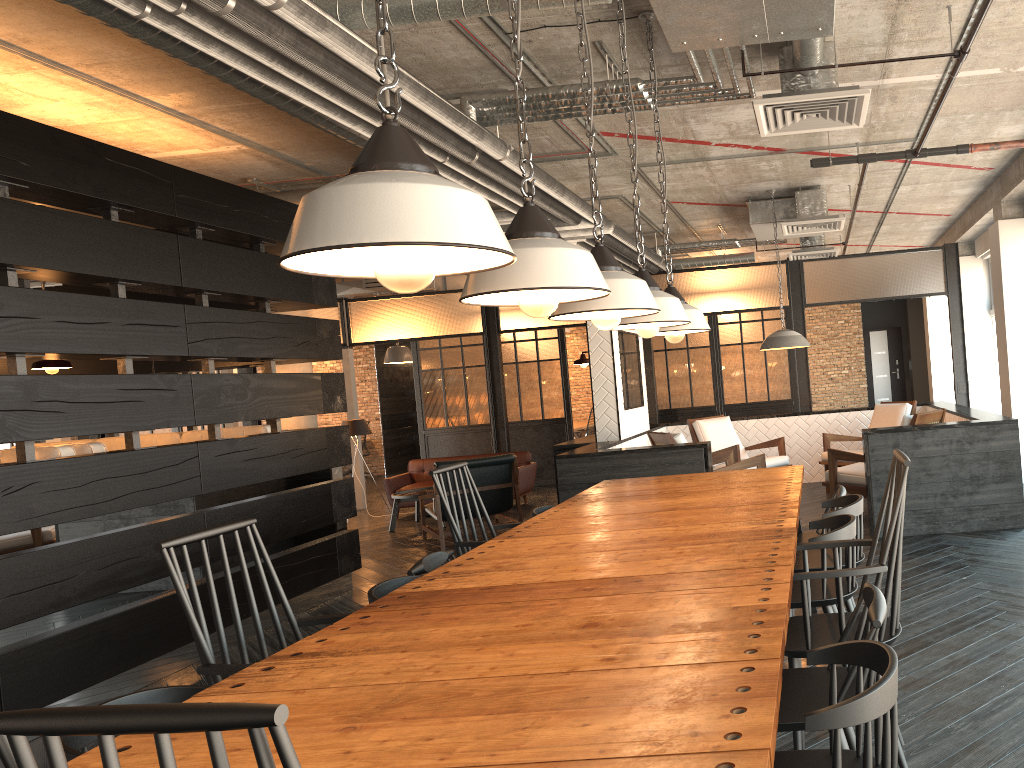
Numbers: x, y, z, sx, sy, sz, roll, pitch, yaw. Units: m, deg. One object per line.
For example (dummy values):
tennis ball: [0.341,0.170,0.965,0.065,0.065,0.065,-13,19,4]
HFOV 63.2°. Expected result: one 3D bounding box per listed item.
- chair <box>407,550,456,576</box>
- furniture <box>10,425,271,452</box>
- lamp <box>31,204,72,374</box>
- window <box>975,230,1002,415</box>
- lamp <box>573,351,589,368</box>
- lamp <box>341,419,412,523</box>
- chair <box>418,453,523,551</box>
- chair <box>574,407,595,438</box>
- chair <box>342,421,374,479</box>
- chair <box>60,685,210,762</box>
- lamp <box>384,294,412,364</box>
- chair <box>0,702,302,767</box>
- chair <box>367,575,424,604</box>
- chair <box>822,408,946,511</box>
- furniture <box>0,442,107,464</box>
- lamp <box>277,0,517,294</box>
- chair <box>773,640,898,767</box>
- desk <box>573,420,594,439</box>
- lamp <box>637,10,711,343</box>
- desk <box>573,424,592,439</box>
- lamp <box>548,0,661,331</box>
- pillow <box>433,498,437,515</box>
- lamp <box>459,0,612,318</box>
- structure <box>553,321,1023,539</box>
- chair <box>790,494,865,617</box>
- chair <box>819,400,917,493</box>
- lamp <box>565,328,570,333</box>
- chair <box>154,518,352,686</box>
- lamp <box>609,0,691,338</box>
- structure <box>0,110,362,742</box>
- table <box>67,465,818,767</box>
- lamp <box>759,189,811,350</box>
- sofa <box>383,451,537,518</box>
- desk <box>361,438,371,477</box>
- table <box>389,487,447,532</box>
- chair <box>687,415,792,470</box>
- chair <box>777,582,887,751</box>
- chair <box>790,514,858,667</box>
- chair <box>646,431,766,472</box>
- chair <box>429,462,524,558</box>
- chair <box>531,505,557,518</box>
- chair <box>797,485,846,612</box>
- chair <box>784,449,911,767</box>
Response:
chair: [-0.096,1.014,3.259,0.450,0.726,0.390,-5,1,10]
furniture: [-2.558,0.980,5.628,1.835,1.261,0.605,-5,1,5]
lamp: [-2.832,-0.583,5.033,0.194,1.051,0.193,-5,1,4]
window: [6.030,-0.485,10.018,0.232,2.876,2.628,-5,0,20]
lamp: [0.692,-0.240,7.907,0.257,0.171,0.171,-5,0,-23]
lamp: [-1.644,1.001,10.082,0.961,1.179,0.473,-5,1,-30]
chair: [-0.410,1.063,7.813,0.848,0.796,0.894,-5,0,-22]
chair: [1.077,0.871,13.046,0.676,1.063,0.723,-5,1,12]
chair: [-2.918,1.225,14.926,0.676,1.063,0.723,-5,1,12]
chair: [-0.651,1.036,1.763,0.431,0.738,0.390,-5,1,11]
lamp: [-1.821,-1.078,12.941,0.505,1.504,0.384,-6,1,-26]
chair: [-0.257,0.847,1.113,0.430,1.033,0.525,-5,1,18]
chair: [-0.200,1.011,2.760,0.431,0.738,0.390,-5,1,11]
chair: [3.249,0.697,7.193,0.834,0.907,0.796,-5,1,-43]
furniture: [-3.038,1.003,4.312,1.830,1.261,1.105,-5,0,8]
lamp: [-0.251,-1.016,1.363,0.422,1.738,0.309,-6,2,-37]
chair: [0.594,0.932,1.701,0.431,0.738,0.390,-5,1,11]
desk: [1.270,1.048,14.701,0.763,0.720,1.733,-5,0,17]
lamp: [0.717,-1.062,4.024,0.321,1.738,0.411,-4,1,31]
desk: [0.676,1.077,13.070,0.763,0.720,1.733,-5,0,17]
lamp: [0.233,-1.039,2.694,0.331,1.738,0.401,-5,1,24]
pillow: [-0.368,1.003,7.638,0.770,0.334,0.221,-5,0,-27]
lamp: [-0.009,-1.028,2.029,0.374,1.738,0.358,-5,1,0]
structure: [2.527,0.163,8.189,3.837,2.116,3.867,-5,0,11]
chair: [1.403,0.891,3.781,0.431,0.738,0.390,-5,1,11]
chair: [3.832,0.670,8.851,1.077,0.907,0.619,-5,1,-30]
lamp: [0.338,-1.207,13.736,0.282,0.858,3.602,-5,-1,20]
chair: [-0.554,0.886,2.259,0.474,1.033,0.478,-5,1,11]
lamp: [0.475,-1.051,3.359,0.321,1.738,0.411,-4,1,31]
structure: [-5.182,0.423,3.555,5.917,2.743,5.720,-5,0,11]
table: [0.448,0.932,2.898,1.129,0.792,3.956,-5,-1,19]
lamp: [2.607,-1.120,8.131,0.469,1.546,0.549,-5,1,20]
sofa: [-0.580,1.183,9.877,1.580,0.638,0.691,-5,0,6]
desk: [-3.326,1.431,14.930,0.763,0.720,1.733,-5,0,17]
table: [-0.893,1.328,8.949,0.705,0.372,0.723,-5,0,7]
chair: [2.392,0.788,8.833,0.835,0.907,0.796,-5,1,-38]
chair: [0.792,0.928,2.220,0.450,0.726,0.390,-5,1,10]
chair: [1.163,0.905,3.278,0.431,0.738,0.390,-5,1,11]
chair: [1.743,0.823,7.303,1.050,0.907,0.639,-5,1,-20]
chair: [-0.015,0.860,3.739,0.474,1.033,0.478,-5,1,11]
chair: [0.360,0.983,4.238,0.431,0.738,0.390,-5,1,11]
chair: [1.496,0.895,4.232,0.450,0.726,0.390,-5,1,10]
chair: [1.086,0.756,2.727,0.474,1.033,0.478,-5,1,11]
